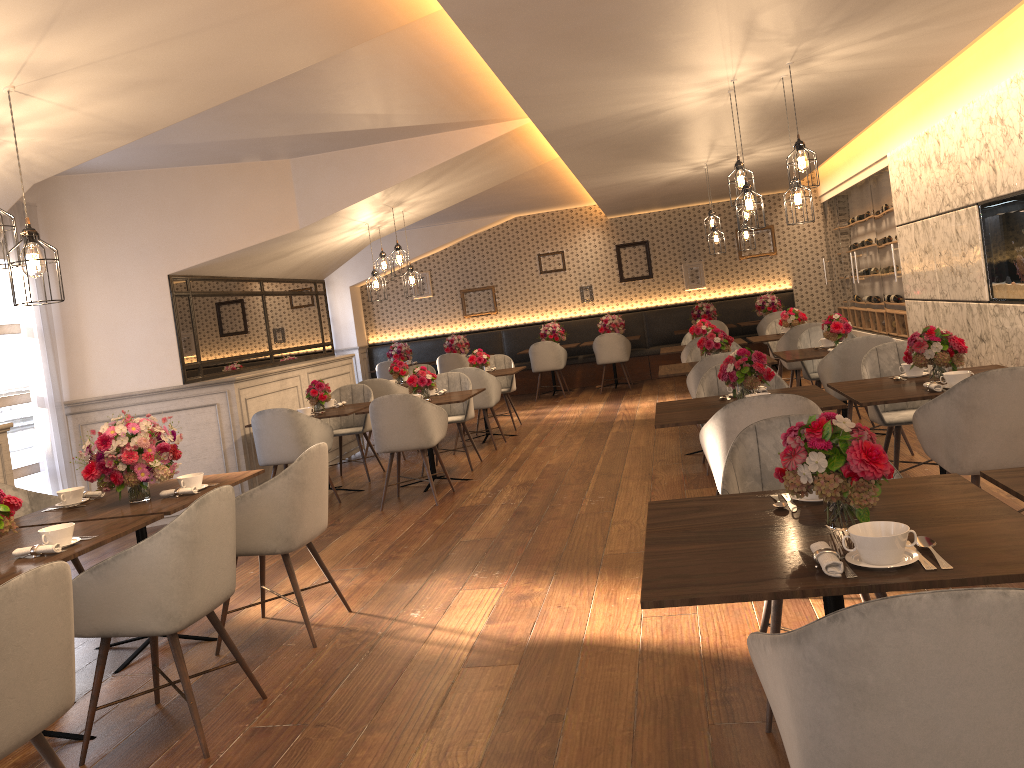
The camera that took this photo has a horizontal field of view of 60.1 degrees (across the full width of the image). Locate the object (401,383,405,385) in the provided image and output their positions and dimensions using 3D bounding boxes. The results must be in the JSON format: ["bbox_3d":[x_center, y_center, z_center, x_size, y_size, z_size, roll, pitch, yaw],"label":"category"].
[{"bbox_3d":[-1.211,0.011,9.634,0.043,0.015,0.198,-7,5,14],"label":"object"}]

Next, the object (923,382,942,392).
[{"bbox_3d":[2.004,0.012,4.217,0.056,0.039,0.176,-7,5,10],"label":"object"}]

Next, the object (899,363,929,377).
[{"bbox_3d":[2.181,-0.077,4.803,0.149,0.072,0.148,-11,5,-37],"label":"object"}]

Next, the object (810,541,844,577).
[{"bbox_3d":[0.681,0.376,1.918,0.056,0.039,0.176,-7,5,10],"label":"object"}]

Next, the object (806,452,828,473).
[{"bbox_3d":[0.738,0.185,2.151,0.048,0.052,0.077,-7,4,15],"label":"object"}]

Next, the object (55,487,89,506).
[{"bbox_3d":[-2.117,0.543,4.255,0.149,0.072,0.148,-11,5,-37],"label":"object"}]

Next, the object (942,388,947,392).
[{"bbox_3d":[2.040,0.013,4.221,0.025,0.024,0.193,-7,5,10],"label":"object"}]

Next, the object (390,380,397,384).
[{"bbox_3d":[-1.321,-0.003,9.633,0.148,0.072,0.148,-9,4,-22],"label":"object"}]

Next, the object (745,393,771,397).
[{"bbox_3d":[1.216,0.088,4.358,0.149,0.072,0.148,-11,5,-37],"label":"object"}]

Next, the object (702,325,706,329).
[{"bbox_3d":[2.067,-0.608,9.588,0.046,0.052,0.077,-9,4,-28],"label":"object"}]

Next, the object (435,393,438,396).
[{"bbox_3d":[-0.646,0.083,7.766,0.025,0.024,0.193,-7,5,10],"label":"object"}]

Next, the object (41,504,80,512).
[{"bbox_3d":[-2.113,0.581,4.141,0.197,0.015,0.043,-7,4,6],"label":"object"}]

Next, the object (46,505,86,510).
[{"bbox_3d":[-2.100,0.582,4.174,0.210,0.004,0.022,-7,5,10],"label":"object"}]

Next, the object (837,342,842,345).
[{"bbox_3d":[2.551,-0.284,6.731,0.148,0.072,0.148,-8,4,-12],"label":"object"}]

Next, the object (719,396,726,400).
[{"bbox_3d":[1.174,0.073,4.965,0.043,0.015,0.198,-7,5,7],"label":"object"}]

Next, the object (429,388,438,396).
[{"bbox_3d":[-0.725,0.068,7.788,0.148,0.072,0.148,-9,4,-22],"label":"object"}]

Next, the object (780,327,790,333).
[{"bbox_3d":[3.042,-0.598,9.776,0.148,0.072,0.148,-8,4,-12],"label":"object"}]

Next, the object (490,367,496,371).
[{"bbox_3d":[-0.216,-0.168,10.054,0.056,0.039,0.176,-7,5,10],"label":"object"}]

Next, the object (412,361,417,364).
[{"bbox_3d":[-1.593,-0.346,14.498,0.056,0.039,0.176,-7,5,10],"label":"object"}]

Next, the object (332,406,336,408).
[{"bbox_3d":[-1.568,0.193,7.931,0.025,0.024,0.193,-7,5,10],"label":"object"}]

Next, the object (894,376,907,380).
[{"bbox_3d":[2.105,-0.031,4.791,0.022,0.004,0.211,-7,5,10],"label":"object"}]

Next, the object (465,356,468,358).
[{"bbox_3d":[-0.722,-0.442,14.332,0.025,0.024,0.193,-7,5,10],"label":"object"}]

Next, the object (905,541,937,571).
[{"bbox_3d":[0.875,0.369,1.911,0.022,0.004,0.211,-7,5,10],"label":"object"}]

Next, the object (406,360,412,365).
[{"bbox_3d":[-1.707,-0.350,14.517,0.149,0.072,0.148,-10,5,-32],"label":"object"}]

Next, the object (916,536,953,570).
[{"bbox_3d":[0.900,0.360,1.900,0.043,0.015,0.198,-7,5,14],"label":"object"}]

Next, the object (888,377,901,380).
[{"bbox_3d":[2.071,-0.033,4.804,0.043,0.015,0.198,-7,5,7],"label":"object"}]

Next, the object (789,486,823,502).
[{"bbox_3d":[0.858,0.288,2.504,0.149,0.072,0.148,-11,5,-37],"label":"object"}]

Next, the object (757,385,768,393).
[{"bbox_3d":[1.398,0.033,4.944,0.056,0.039,0.176,-7,5,10],"label":"object"}]

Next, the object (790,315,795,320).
[{"bbox_3d":[2.966,-0.704,9.395,0.048,0.052,0.076,-8,4,-10],"label":"object"}]

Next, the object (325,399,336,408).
[{"bbox_3d":[-1.648,0.178,7.953,0.148,0.072,0.148,-9,4,-22],"label":"object"}]

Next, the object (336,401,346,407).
[{"bbox_3d":[-1.534,0.182,7.934,0.056,0.039,0.176,-7,5,10],"label":"object"}]

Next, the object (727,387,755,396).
[{"bbox_3d":[1.284,0.030,4.963,0.149,0.072,0.148,-11,5,-37],"label":"object"}]

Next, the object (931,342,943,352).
[{"bbox_3d":[2.105,-0.184,4.422,0.048,0.052,0.076,-8,4,-10],"label":"object"}]

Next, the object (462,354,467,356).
[{"bbox_3d":[-0.802,-0.458,14.355,0.149,0.072,0.148,-10,5,-32],"label":"object"}]

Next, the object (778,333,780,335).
[{"bbox_3d":[2.940,-0.556,9.776,0.043,0.015,0.198,-7,5,14],"label":"object"}]

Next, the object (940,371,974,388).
[{"bbox_3d":[2.113,-0.019,4.197,0.149,0.072,0.148,-11,5,-37],"label":"object"}]

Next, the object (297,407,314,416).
[{"bbox_3d":[-1.716,0.237,7.348,0.148,0.072,0.148,-9,4,-22],"label":"object"}]

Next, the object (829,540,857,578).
[{"bbox_3d":[0.717,0.378,1.922,0.025,0.024,0.193,-7,5,10],"label":"object"}]

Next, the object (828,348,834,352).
[{"bbox_3d":[2.442,-0.254,6.751,0.056,0.039,0.176,-7,5,10],"label":"object"}]

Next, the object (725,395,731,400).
[{"bbox_3d":[1.208,0.076,4.952,0.022,0.004,0.211,-7,5,10],"label":"object"}]

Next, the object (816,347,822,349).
[{"bbox_3d":[2.544,-0.297,7.325,0.022,0.004,0.211,-7,5,10],"label":"object"}]

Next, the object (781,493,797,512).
[{"bbox_3d":[0.782,0.333,2.492,0.022,0.004,0.211,-7,5,10],"label":"object"}]

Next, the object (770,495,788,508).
[{"bbox_3d":[0.749,0.331,2.505,0.043,0.015,0.198,-7,5,7],"label":"object"}]

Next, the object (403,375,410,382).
[{"bbox_3d":[-1.252,-0.061,10.238,0.148,0.072,0.148,-9,4,-22],"label":"object"}]

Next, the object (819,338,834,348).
[{"bbox_3d":[2.620,-0.343,7.336,0.148,0.072,0.148,-8,4,-12],"label":"object"}]

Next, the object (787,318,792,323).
[{"bbox_3d":[2.949,-0.673,9.412,0.049,0.052,0.078,-7,4,20],"label":"object"}]

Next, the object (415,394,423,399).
[{"bbox_3d":[-0.793,0.127,7.183,0.148,0.072,0.148,-9,4,-22],"label":"object"}]

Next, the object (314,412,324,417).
[{"bbox_3d":[-1.606,0.251,7.349,0.043,0.015,0.198,-7,5,14],"label":"object"}]

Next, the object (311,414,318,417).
[{"bbox_3d":[-1.631,0.259,7.361,0.022,0.004,0.211,-7,5,10],"label":"object"}]

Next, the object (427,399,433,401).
[{"bbox_3d":[-0.683,0.141,7.184,0.043,0.015,0.198,-7,5,14],"label":"object"}]

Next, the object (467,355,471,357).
[{"bbox_3d":[-0.688,-0.454,14.336,0.056,0.039,0.176,-7,5,10],"label":"object"}]

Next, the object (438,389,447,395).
[{"bbox_3d":[-0.611,0.072,7.769,0.056,0.039,0.176,-7,5,10],"label":"object"}]

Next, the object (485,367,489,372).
[{"bbox_3d":[-0.329,-0.171,10.073,0.148,0.072,0.148,-9,4,-22],"label":"object"}]

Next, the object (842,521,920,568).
[{"bbox_3d":[0.790,0.346,1.898,0.148,0.072,0.149,-5,5,33],"label":"object"}]
